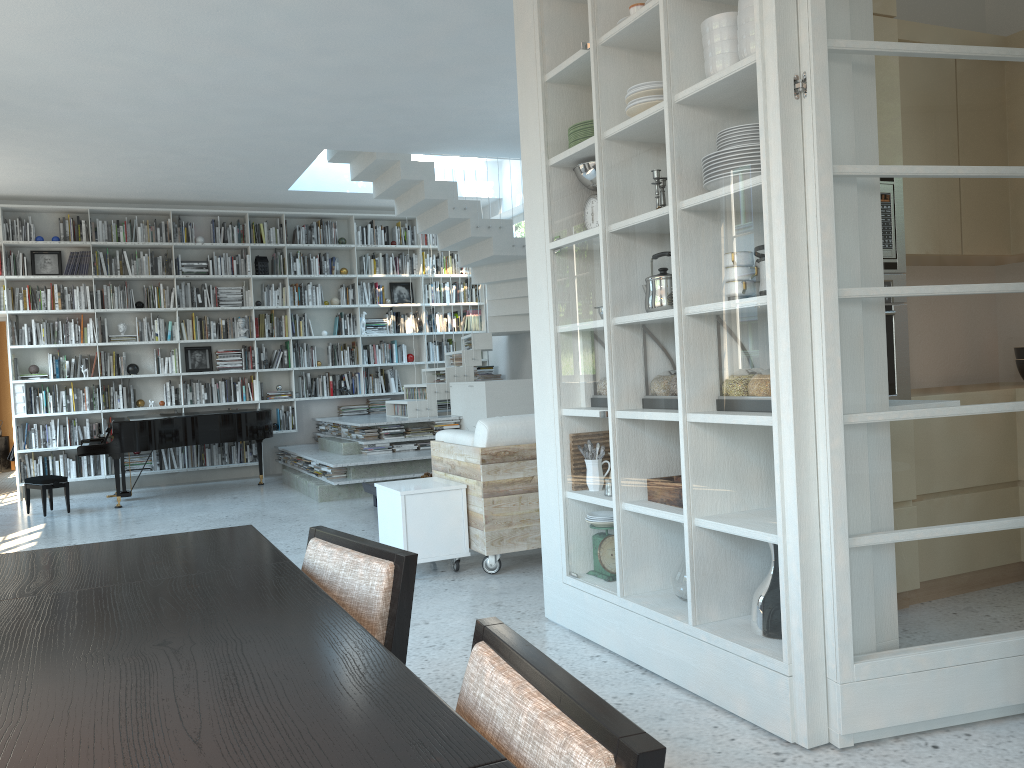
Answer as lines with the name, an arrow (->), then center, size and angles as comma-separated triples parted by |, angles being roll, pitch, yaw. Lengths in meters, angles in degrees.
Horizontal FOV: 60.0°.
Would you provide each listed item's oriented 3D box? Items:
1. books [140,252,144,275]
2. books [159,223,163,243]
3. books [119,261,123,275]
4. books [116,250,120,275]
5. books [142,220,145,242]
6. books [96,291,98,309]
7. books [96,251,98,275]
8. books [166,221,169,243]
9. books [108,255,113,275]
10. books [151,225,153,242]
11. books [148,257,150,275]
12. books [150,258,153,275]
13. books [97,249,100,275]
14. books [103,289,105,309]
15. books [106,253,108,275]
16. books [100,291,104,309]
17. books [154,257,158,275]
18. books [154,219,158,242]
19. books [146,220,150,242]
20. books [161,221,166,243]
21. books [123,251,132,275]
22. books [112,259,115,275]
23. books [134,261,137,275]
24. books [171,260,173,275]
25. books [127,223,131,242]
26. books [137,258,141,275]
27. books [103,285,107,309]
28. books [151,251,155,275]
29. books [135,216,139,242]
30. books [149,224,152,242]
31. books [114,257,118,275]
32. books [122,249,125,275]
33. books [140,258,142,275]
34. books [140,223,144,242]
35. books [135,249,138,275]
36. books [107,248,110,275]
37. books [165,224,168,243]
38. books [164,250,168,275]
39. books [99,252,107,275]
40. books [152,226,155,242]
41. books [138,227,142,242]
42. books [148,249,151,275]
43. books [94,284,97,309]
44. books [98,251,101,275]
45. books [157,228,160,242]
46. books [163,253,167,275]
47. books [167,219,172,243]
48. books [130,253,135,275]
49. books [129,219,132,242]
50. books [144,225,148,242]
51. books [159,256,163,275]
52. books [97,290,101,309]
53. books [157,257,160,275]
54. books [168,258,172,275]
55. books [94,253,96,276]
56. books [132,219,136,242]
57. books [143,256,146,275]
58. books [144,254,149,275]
books -> -4.197, -1.349, 10.058 | 0.026, 0.286, 0.137 | -4, 2, -25
books -> -4.013, -1.703, 10.131 | 0.026, 0.237, 0.149 | -4, 2, -25
books -> -4.392, -1.285, 9.966 | 0.034, 0.180, 0.160 | -4, 1, -25
books -> -4.417, -1.340, 9.944 | 0.023, 0.293, 0.155 | -4, 2, -25
books -> -4.178, -1.710, 10.062 | 0.014, 0.269, 0.156 | -4, 2, -25
books -> -4.609, -0.918, 9.854 | 0.015, 0.208, 0.186 | -4, 1, -25
books -> -4.612, -1.323, 9.859 | 0.013, 0.283, 0.158 | -4, 2, -25
books -> -3.944, -1.722, 10.158 | 0.014, 0.267, 0.171 | -4, 2, -25
books -> -4.485, -1.310, 9.906 | 0.031, 0.242, 0.181 | -4, 1, -25
books -> -4.095, -1.683, 10.073 | 0.013, 0.207, 0.178 | -4, 1, -25
books -> -4.130, -1.325, 10.080 | 0.013, 0.231, 0.141 | -4, 2, -25
books -> -4.107, -1.318, 10.102 | 0.024, 0.213, 0.150 | -4, 2, -25
books -> -4.610, -1.336, 9.882 | 0.014, 0.309, 0.130 | -4, 2, -25
books -> -4.553, -0.937, 9.890 | 0.012, 0.240, 0.134 | -4, 2, -25
books -> -4.518, -1.317, 9.899 | 0.011, 0.260, 0.157 | -4, 2, -25
books -> -4.575, -0.926, 9.895 | 0.024, 0.219, 0.140 | -4, 2, -25
books -> -4.055, -1.323, 10.105 | 0.030, 0.218, 0.182 | -4, 1, -25
books -> -4.058, -1.725, 10.106 | 0.013, 0.285, 0.159 | -4, 2, -25
books -> -4.130, -1.711, 10.063 | 0.014, 0.266, 0.192 | -4, 1, -25
books -> -3.992, -1.717, 10.150 | 0.029, 0.261, 0.151 | -4, 2, -25
books -> -4.326, -1.341, 9.977 | 0.075, 0.285, 0.178 | -4, 2, -25
books -> -4.465, -1.291, 9.930 | 0.024, 0.201, 0.153 | -4, 1, -25
books -> -4.256, -1.292, 10.019 | 0.028, 0.180, 0.168 | -4, 1, -25
books -> -3.913, -1.320, 10.205 | 0.019, 0.194, 0.098 | -4, 2, -25
books -> -4.320, -1.684, 10.000 | 0.029, 0.235, 0.130 | -4, 2, -25
books -> -4.233, -1.310, 10.057 | 0.024, 0.212, 0.128 | -4, 2, -25
books -> -4.535, -0.958, 9.891 | 0.026, 0.279, 0.151 | -4, 2, -25
books -> -4.089, -1.358, 10.112 | 0.022, 0.290, 0.146 | -4, 2, -25
books -> -4.242, -1.729, 10.030 | 0.014, 0.315, 0.166 | -4, 2, -25
books -> -4.116, -1.693, 10.077 | 0.021, 0.228, 0.161 | -4, 2, -25
books -> -4.438, -1.301, 9.934 | 0.029, 0.219, 0.157 | -4, 1, -25
books -> -4.378, -1.353, 9.981 | 0.013, 0.315, 0.135 | -4, 2, -25
books -> -4.206, -1.310, 10.040 | 0.010, 0.208, 0.173 | -4, 1, -25
books -> -4.194, -1.692, 10.054 | 0.026, 0.236, 0.134 | -4, 2, -25
books -> -4.241, -1.357, 10.025 | 0.012, 0.308, 0.145 | -4, 2, -25
books -> -4.505, -1.345, 9.895 | 0.012, 0.315, 0.171 | -4, 2, -25
books -> -3.957, -1.701, 10.143 | 0.026, 0.225, 0.172 | -4, 1, -25
books -> -3.963, -1.371, 10.147 | 0.058, 0.302, 0.175 | -4, 2, -25
books -> -4.556, -1.322, 9.889 | 0.067, 0.274, 0.168 | -4, 2, -25
books -> -4.076, -1.681, 10.079 | 0.026, 0.200, 0.187 | -4, 1, -25
books -> -4.215, -1.668, 10.035 | 0.031, 0.190, 0.181 | -4, 1, -25
books -> -4.117, -1.367, 10.074 | 0.011, 0.313, 0.183 | -4, 2, -25
books -> -4.630, -0.955, 9.863 | 0.012, 0.285, 0.159 | -4, 2, -25
books -> -4.589, -1.326, 9.867 | 0.010, 0.287, 0.148 | -4, 2, -25
books -> -4.033, -1.676, 10.111 | 0.031, 0.185, 0.176 | -4, 1, -25
books -> -3.976, -1.351, 10.141 | 0.055, 0.264, 0.167 | -4, 2, -25
books -> -3.924, -1.734, 10.162 | 0.026, 0.288, 0.176 | -4, 2, -25
books -> -4.285, -1.333, 10.012 | 0.027, 0.265, 0.168 | -4, 2, -25
books -> -4.296, -1.706, 9.994 | 0.013, 0.276, 0.164 | -4, 2, -25
books -> -4.160, -1.683, 10.080 | 0.029, 0.213, 0.141 | -4, 2, -25
books -> -4.019, -1.335, 10.143 | 0.024, 0.237, 0.153 | -4, 2, -25
books -> -4.600, -0.927, 9.885 | 0.029, 0.225, 0.136 | -4, 2, -25
books -> -4.034, -1.327, 10.120 | 0.022, 0.222, 0.161 | -4, 1, -25
books -> -3.932, -1.328, 10.188 | 0.028, 0.212, 0.134 | -4, 2, -25
books -> -4.622, -1.308, 9.838 | 0.023, 0.256, 0.174 | -4, 2, -25
books -> -4.266, -1.706, 10.005 | 0.052, 0.273, 0.172 | -4, 2, -25
books -> -4.164, -1.321, 10.047 | 0.021, 0.226, 0.191 | -4, 1, -25
books -> -4.151, -1.339, 10.074 | 0.028, 0.261, 0.135 | -4, 2, -25
